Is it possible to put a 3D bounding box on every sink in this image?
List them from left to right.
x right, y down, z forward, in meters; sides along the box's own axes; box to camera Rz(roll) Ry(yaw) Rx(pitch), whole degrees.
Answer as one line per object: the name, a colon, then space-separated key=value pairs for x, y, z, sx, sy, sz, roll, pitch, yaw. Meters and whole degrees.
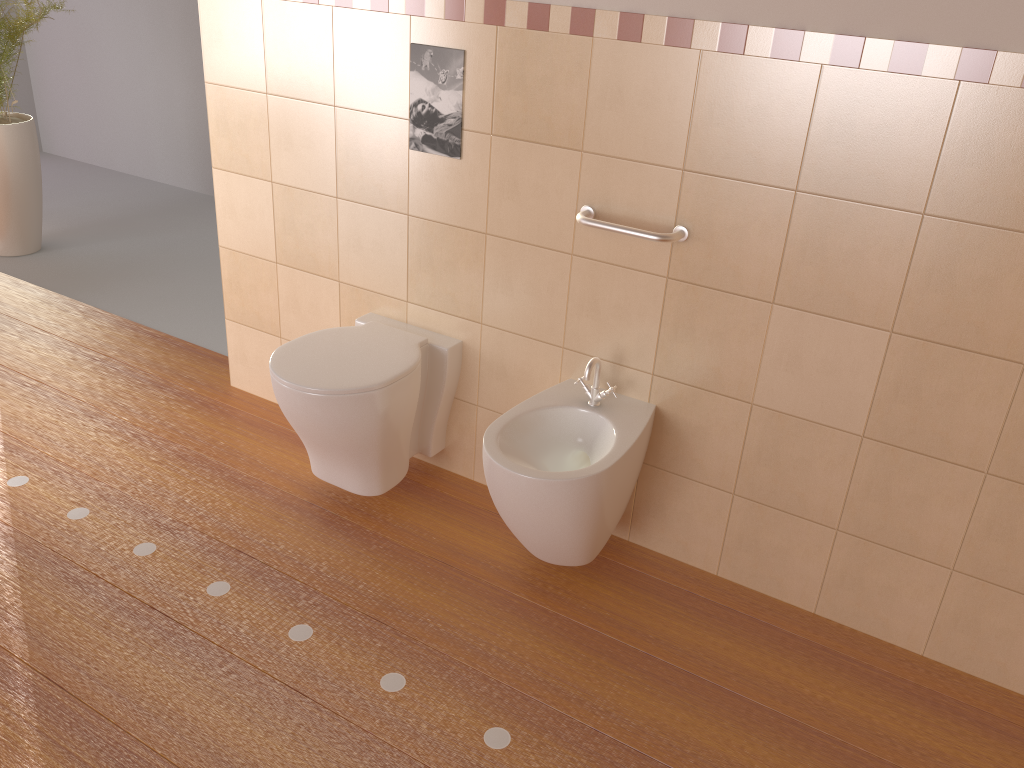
sink: x=0.133 y=0.211 z=2.254 sx=0.335 sy=0.517 sz=0.515 roll=18 pitch=30 yaw=26

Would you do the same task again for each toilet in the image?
toilet: x=-0.441 y=0.082 z=2.565 sx=0.375 sy=0.400 sz=0.534 roll=18 pitch=30 yaw=26

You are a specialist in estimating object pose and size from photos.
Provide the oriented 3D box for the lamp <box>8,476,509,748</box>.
lamp: x=-1.812 y=0.983 z=1.171 sx=2.893 sy=0.001 sz=3.173 roll=18 pitch=30 yaw=26

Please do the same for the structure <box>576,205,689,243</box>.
structure: x=0.279 y=-0.384 z=2.164 sx=0.295 sy=0.042 sz=0.091 roll=18 pitch=30 yaw=26

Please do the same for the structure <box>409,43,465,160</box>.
structure: x=-0.203 y=-0.752 z=2.366 sx=0.170 sy=0.279 sz=0.005 roll=18 pitch=30 yaw=26

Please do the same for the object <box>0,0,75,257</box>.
object: x=-2.330 y=-1.380 z=4.118 sx=0.683 sy=1.557 sz=1.335 roll=-9 pitch=29 yaw=-25
